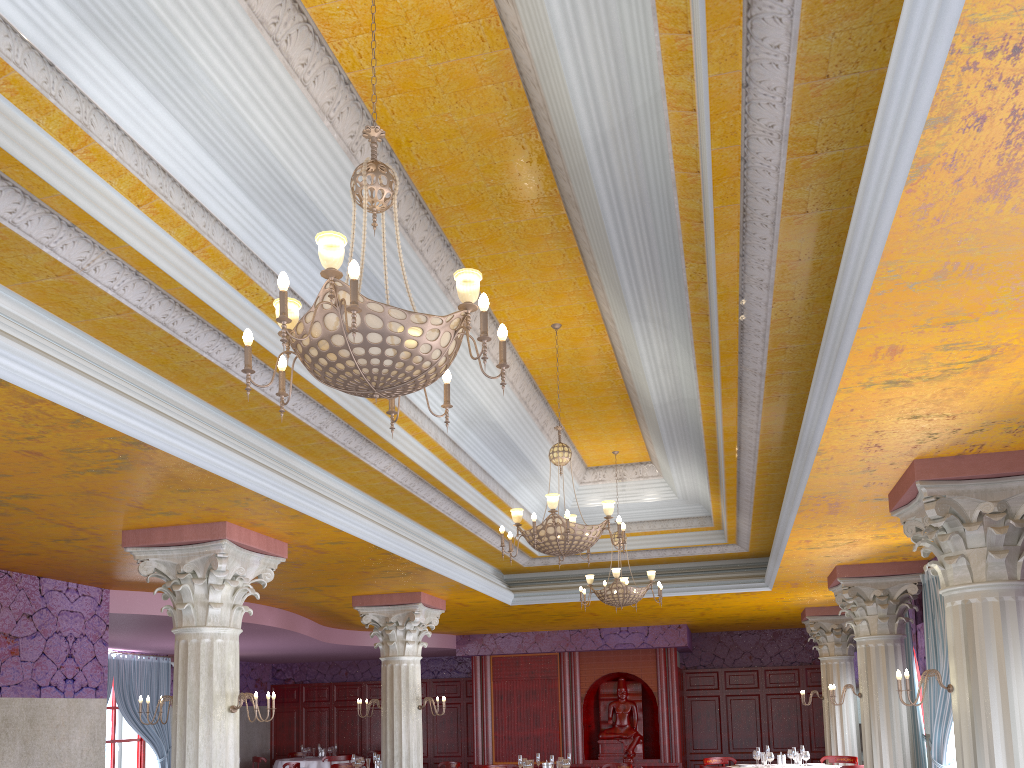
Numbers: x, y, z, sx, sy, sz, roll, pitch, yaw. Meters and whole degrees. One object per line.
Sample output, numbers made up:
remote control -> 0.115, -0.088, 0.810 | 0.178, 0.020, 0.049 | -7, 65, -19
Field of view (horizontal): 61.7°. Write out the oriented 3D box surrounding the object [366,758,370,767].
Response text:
object -> -2.501, 6.631, 14.886 | 0.086, 0.228, 0.089 | -1, -9, -6

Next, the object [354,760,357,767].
object -> -2.607, 6.445, 14.391 | 0.086, 0.228, 0.089 | -1, -9, -6

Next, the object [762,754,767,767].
object -> 3.896, 5.807, 13.167 | 0.086, 0.228, 0.089 | -1, -9, -6

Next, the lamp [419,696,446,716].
lamp -> -1.145, 4.609, 12.248 | 0.381, 0.262, 0.359 | -2, -16, 2

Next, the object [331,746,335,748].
object -> -4.276, 8.785, 20.447 | 0.124, 0.253, 0.126 | 6, -12, -39

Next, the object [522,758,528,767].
object -> 0.195, 5.901, 13.192 | 0.122, 0.253, 0.127 | -2, -10, 5

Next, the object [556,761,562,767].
object -> 0.696, 5.689, 12.636 | 0.087, 0.228, 0.087 | -8, -11, 39

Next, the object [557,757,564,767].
object -> 0.757, 5.905, 13.241 | 0.122, 0.253, 0.127 | -2, -10, 5

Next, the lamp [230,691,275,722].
lamp -> -2.337, 2.886, 7.648 | 0.381, 0.262, 0.359 | -2, -16, 2

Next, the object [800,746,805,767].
object -> 4.570, 5.852, 13.458 | 0.075, 0.322, 0.076 | 5, -10, -39

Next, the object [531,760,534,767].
object -> 0.304, 5.928, 13.235 | 0.087, 0.228, 0.087 | -8, -11, 39

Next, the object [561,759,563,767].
object -> 0.802, 5.875, 13.132 | 0.086, 0.228, 0.089 | -4, -9, 16

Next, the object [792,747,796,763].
object -> 4.286, 5.683, 12.996 | 0.075, 0.322, 0.076 | 5, -10, -39

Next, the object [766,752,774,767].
object -> 3.939, 5.752, 13.060 | 0.122, 0.253, 0.127 | 1, -10, -17

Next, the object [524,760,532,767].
object -> 0.242, 5.686, 12.633 | 0.122, 0.253, 0.127 | -2, -10, 5

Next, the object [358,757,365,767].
object -> -2.610, 6.604, 14.844 | 0.124, 0.253, 0.126 | -7, -11, 27

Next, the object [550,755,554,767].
object -> 0.589, 5.617, 12.569 | 0.075, 0.322, 0.076 | 5, -10, -39

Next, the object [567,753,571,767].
object -> 0.873, 5.786, 13.031 | 0.075, 0.322, 0.076 | 5, -10, -39

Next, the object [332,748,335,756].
object -> -4.232, 8.755, 20.338 | 0.086, 0.228, 0.089 | -1, -9, -6

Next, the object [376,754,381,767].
object -> -2.216, 6.321, 14.221 | 0.075, 0.322, 0.076 | 5, -10, -39

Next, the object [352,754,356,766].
object -> -2.680, 6.440, 14.502 | 0.075, 0.322, 0.076 | 5, -10, -39

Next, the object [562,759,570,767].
object -> 0.805, 5.690, 12.682 | 0.122, 0.253, 0.127 | -2, -10, 5

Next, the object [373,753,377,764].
object -> -2.396, 6.609, 14.964 | 0.075, 0.322, 0.076 | 5, -10, -39

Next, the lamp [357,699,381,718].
lamp -> -2.055, 4.743, 12.538 | 0.381, 0.262, 0.359 | -2, -16, 2

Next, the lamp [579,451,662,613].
lamp -> 1.400, 1.905, 11.262 | 0.967, 2.090, 0.992 | 4, -11, -30

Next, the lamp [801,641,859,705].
lamp -> 3.796, 2.249, 5.786 | 2.101, 3.430, 30.765 | -4, -21, 13

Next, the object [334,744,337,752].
object -> -4.161, 8.666, 20.237 | 0.074, 0.322, 0.076 | -2, -7, 5

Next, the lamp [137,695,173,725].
lamp -> -3.235, 3.037, 7.983 | 0.381, 0.262, 0.359 | -2, -16, 2

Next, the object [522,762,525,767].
object -> 0.198, 5.741, 12.740 | 0.086, 0.228, 0.089 | -1, -9, -6

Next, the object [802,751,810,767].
object -> 4.502, 5.756, 13.109 | 0.124, 0.253, 0.126 | -7, -11, 27

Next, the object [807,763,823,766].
object -> 4.858, 6.108, 13.743 | 0.314, 0.023, 0.331 | -7, -21, 13

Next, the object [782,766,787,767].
object -> 2.912, 4.245, 9.131 | 0.074, 0.322, 0.076 | 1, -8, -17

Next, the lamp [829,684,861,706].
lamp -> 4.239, 3.970, 10.943 | 0.381, 0.262, 0.359 | -2, -16, 2

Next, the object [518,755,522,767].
object -> 0.125, 5.737, 12.851 | 0.075, 0.322, 0.076 | 5, -10, -39

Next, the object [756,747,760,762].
object -> 3.822, 5.803, 13.278 | 0.075, 0.322, 0.076 | 5, -10, -39

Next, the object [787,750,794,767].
object -> 4.455, 5.971, 13.668 | 0.122, 0.253, 0.127 | -2, -10, 5

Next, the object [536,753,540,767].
object -> 0.409, 5.905, 13.313 | 0.075, 0.322, 0.076 | 5, -10, -39

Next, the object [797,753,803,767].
object -> 4.394, 5.755, 13.063 | 0.086, 0.228, 0.089 | -1, -9, -6

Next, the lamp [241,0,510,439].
lamp -> -0.582, -0.960, 3.615 | 0.967, 2.090, 0.992 | 4, -11, -30

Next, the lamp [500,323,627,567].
lamp -> 0.417, 0.484, 7.469 | 0.967, 2.090, 0.992 | 4, -11, -30

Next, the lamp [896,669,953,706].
lamp -> 3.059, 2.264, 6.388 | 0.381, 0.262, 0.359 | -2, -16, 2

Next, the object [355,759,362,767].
object -> -2.563, 6.390, 14.284 | 0.124, 0.253, 0.126 | -7, -11, 27
